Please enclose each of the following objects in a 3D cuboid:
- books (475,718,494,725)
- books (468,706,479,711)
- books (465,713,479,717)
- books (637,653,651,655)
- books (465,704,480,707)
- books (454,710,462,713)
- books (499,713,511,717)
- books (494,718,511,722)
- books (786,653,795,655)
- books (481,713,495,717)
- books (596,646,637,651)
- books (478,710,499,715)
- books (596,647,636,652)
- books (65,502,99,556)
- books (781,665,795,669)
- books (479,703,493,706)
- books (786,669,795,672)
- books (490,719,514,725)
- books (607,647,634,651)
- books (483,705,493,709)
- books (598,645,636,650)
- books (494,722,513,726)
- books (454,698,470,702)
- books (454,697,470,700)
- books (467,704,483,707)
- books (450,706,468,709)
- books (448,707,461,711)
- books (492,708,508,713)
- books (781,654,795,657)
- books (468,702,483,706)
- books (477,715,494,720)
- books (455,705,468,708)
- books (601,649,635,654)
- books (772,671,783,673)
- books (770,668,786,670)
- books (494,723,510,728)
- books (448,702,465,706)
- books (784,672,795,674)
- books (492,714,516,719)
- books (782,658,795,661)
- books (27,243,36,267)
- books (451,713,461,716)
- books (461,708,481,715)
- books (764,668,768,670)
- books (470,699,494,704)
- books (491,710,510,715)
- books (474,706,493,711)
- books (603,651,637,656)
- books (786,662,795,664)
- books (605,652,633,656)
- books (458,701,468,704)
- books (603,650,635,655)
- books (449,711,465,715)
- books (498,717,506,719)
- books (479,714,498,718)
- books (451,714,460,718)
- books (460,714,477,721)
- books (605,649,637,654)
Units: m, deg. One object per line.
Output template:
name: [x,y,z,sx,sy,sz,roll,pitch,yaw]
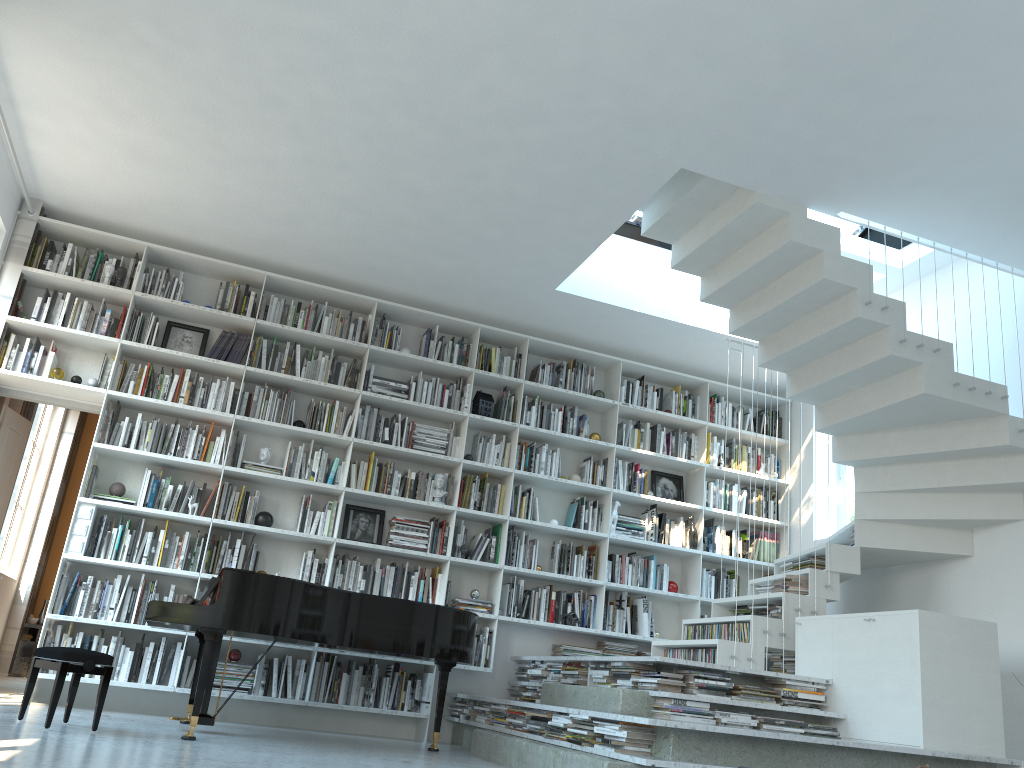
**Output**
books: [-0.123,2.191,5.748,0.177,0.026,0.231,12,-20,-14]
books: [-0.200,2.220,6.053,0.143,0.019,0.231,12,-20,-16]
books: [-0.213,2.259,6.036,0.148,0.012,0.206,15,-21,-22]
books: [1.165,2.162,7.045,0.368,0.007,0.206,15,-21,-22]
books: [-0.210,2.205,6.054,0.160,0.009,0.292,12,-20,-15]
books: [-0.305,2.338,6.305,0.122,0.008,0.291,15,-21,-22]
books: [0.009,2.055,5.492,0.140,0.013,0.181,12,-20,-14]
books: [-0.001,2.083,5.479,0.165,0.012,0.205,13,-20,-17]
books: [2.238,2.072,6.763,0.240,0.016,0.150,13,-20,-17]
books: [-0.100,2.158,5.766,0.147,0.012,0.207,12,-20,-16]
books: [0.819,2.072,6.947,0.285,0.005,0.160,14,-20,-20]
books: [-0.114,2.139,5.767,0.171,0.020,0.194,11,-20,-13]
books: [0.816,2.081,6.941,0.285,0.005,0.160,14,-21,-21]
books: [-2.824,0.972,5.833,0.106,0.338,0.308,13,-20,-17]
books: [2.214,2.163,6.743,0.254,0.027,0.189,13,-20,-17]
books: [-0.102,2.097,5.784,0.159,0.006,0.286,12,-20,-15]
books: [2.214,2.186,6.725,0.204,0.028,0.163,12,-20,-15]
books: [-0.007,2.093,5.474,0.159,0.012,0.293,14,-20,-20]
books: [0.819,2.077,6.944,0.254,0.005,0.161,11,-20,-13]
books: [-0.091,2.111,5.784,0.130,0.018,0.256,12,-20,-14]
books: [0.821,2.066,6.945,0.254,0.005,0.161,15,-21,-22]
books: [0.003,2.105,5.475,0.140,0.008,0.284,13,-20,-19]
books: [-0.305,2.260,6.328,0.158,0.014,0.235,13,-20,-19]
books: [-0.310,2.249,6.329,0.157,0.007,0.269,11,-20,-12]
books: [-0.200,2.201,6.059,0.126,0.005,0.291,15,-21,-22]
books: [-0.323,2.309,6.306,0.188,0.009,0.211,13,-20,-18]
books: [-0.326,2.318,6.302,0.177,0.012,0.279,14,-21,-21]
books: [-0.011,2.028,5.492,0.182,0.016,0.199,11,-20,-12]
books: [2.230,2.091,6.773,0.290,0.014,0.174,12,-20,-15]
books: [-0.194,2.193,6.063,0.135,0.014,0.298,12,-20,-16]
books: [-0.114,2.174,5.756,0.172,0.014,0.221,12,-20,-16]
books: [-0.300,2.303,6.317,0.136,0.013,0.259,13,-20,-19]
books: [0.811,2.098,6.942,0.285,0.005,0.160,12,-20,-16]
books: [2.195,2.263,6.919,0.261,0.009,0.187,11,-20,-12]
books: [2.159,2.239,6.926,0.255,0.007,0.132,11,-20,-12]
books: [-0.006,2.113,5.469,0.157,0.014,0.181,14,-20,-20]
books: [-0.328,2.285,6.312,0.191,0.013,0.244,14,-21,-21]
books: [2.209,2.209,6.727,0.233,0.015,0.170,11,-20,-12]
books: [-0.004,2.063,5.484,0.159,0.011,0.246,14,-21,-21]
books: [2.229,2.116,6.761,0.286,0.017,0.171,13,-20,-18]
books: [-3.359,-0.850,6.194,0.014,0.218,0.189,13,-20,-17]
books: [-0.320,2.354,6.294,0.155,0.009,0.233,15,-21,-22]
books: [-0.230,2.236,6.037,0.191,0.028,0.213,11,-20,-13]
books: [1.904,2.323,7.284,0.328,0.008,0.208,11,-20,-12]
books: [-0.197,2.176,6.067,0.137,0.018,0.201,11,-20,-13]
books: [-0.007,2.041,5.490,0.169,0.009,0.242,14,-21,-21]
books: [-0.115,2.122,5.771,0.180,0.015,0.295,13,-20,-19]
books: [0.811,2.107,6.936,0.285,0.005,0.160,13,-20,-19]
books: [2.226,2.139,6.752,0.212,0.014,0.169,12,-20,-16]
books: [0.809,2.114,6.939,0.254,0.005,0.161,13,-20,-17]
books: [-0.294,2.278,6.327,0.133,0.017,0.232,12,-20,-16]
books: [0.811,2.103,6.940,0.254,0.005,0.161,13,-20,-18]
books: [-0.328,2.342,6.295,0.179,0.012,0.262,12,-20,-14]
books: [0.012,2.076,5.486,0.123,0.008,0.295,12,-20,-14]
books: [-0.100,2.167,5.764,0.149,0.007,0.301,13,-20,-17]
books: [-0.320,2.365,6.291,0.172,0.015,0.242,13,-20,-17]
books: [-0.227,2.276,6.026,0.189,0.029,0.238,13,-20,-17]
books: [0.812,2.093,6.944,0.285,0.005,0.160,13,-20,-18]
